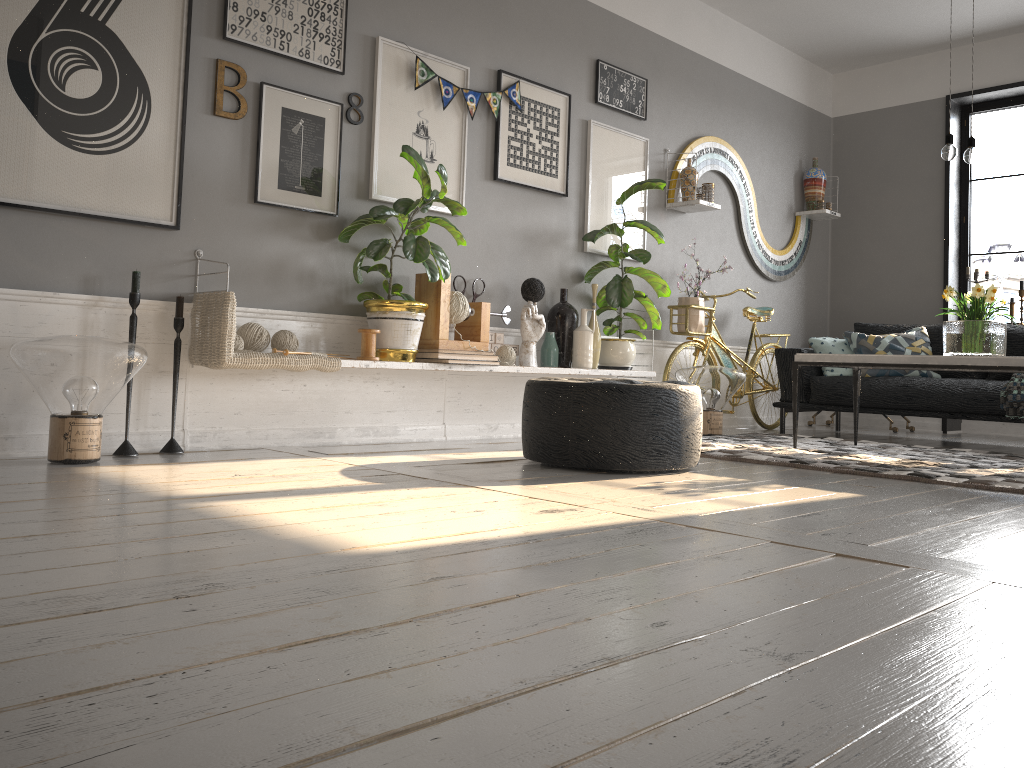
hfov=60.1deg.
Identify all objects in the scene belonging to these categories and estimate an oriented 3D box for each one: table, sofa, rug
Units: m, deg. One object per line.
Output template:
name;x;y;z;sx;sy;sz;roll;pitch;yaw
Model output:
table;2.192;0.131;4.247;0.730;0.512;1.456;2;0;-44
sofa;2.880;-0.003;5.494;0.968;0.800;2.341;3;0;-45
rug;1.913;0.361;4.287;1.766;0.034;2.528;1;1;-44
table;2.757;0.015;6.995;0.338;0.681;0.742;4;-2;-44

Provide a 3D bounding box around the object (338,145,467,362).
object;-0.492;-0.583;4.083;0.546;0.966;0.509;1;-2;31

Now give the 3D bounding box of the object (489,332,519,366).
object;-0.081;-0.184;4.716;0.264;0.174;0.078;2;-2;-39

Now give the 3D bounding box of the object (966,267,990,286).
object;3.535;-0.652;6.763;0.145;0.491;0.162;2;-2;-8

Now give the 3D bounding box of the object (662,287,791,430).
object;1.550;-0.158;6.118;0.426;0.972;1.622;0;-1;37

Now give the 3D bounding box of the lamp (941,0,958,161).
lamp;1.993;-1.853;3.719;0.074;1.540;1.392;1;-1;15

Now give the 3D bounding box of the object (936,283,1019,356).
object;2.229;-0.301;4.281;0.324;0.352;0.352;3;-1;-42

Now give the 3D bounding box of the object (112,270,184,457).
object;-1.373;-0.083;3.397;0.091;0.703;0.279;0;-3;38

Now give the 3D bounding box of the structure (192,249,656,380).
structure;-0.213;-0.286;4.477;2.770;0.487;0.308;1;-1;-44

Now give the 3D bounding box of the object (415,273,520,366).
object;-0.204;-0.314;4.445;0.544;0.441;0.238;3;-2;-44

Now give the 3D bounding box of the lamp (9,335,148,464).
lamp;-1.506;0.051;3.067;0.432;0.439;0.432;2;-1;-22

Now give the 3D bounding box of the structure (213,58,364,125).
structure;-0.975;-1.248;3.953;0.738;0.263;0.024;1;-2;-44

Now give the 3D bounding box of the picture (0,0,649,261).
picture;-0.337;-1.289;1.756;7.278;1.799;4.041;1;1;-44

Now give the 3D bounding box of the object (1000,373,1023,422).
object;3.093;0.041;4.856;0.667;0.330;0.489;2;0;41

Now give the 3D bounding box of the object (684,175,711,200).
object;1.212;-1.275;5.788;0.197;0.166;0.060;2;-2;-11

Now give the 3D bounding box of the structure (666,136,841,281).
structure;1.832;-1.278;6.500;2.018;0.958;0.267;2;-2;-44

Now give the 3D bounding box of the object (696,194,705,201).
object;1.269;-1.238;5.971;0.062;0.082;0.062;2;-2;21

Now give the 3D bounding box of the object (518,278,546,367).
object;0.102;-0.333;4.766;0.154;0.484;0.136;5;-4;-45

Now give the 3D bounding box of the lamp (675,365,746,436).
lamp;1.232;0.105;5.517;0.432;0.439;0.432;2;-1;-14

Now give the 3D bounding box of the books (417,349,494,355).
books;-0.301;-0.157;4.356;0.229;0.017;0.378;3;1;43

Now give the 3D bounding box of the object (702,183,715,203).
object;1.307;-1.263;5.900;0.086;0.140;0.085;1;-2;38

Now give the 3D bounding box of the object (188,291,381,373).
object;-0.922;-0.205;3.750;0.783;0.307;0.329;2;0;-43

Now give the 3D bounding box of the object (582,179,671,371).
object;0.675;-0.656;5.261;0.567;1.153;0.415;2;-2;-5

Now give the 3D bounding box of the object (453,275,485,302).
object;-0.230;-0.331;4.624;0.221;0.465;0.019;4;-3;-44

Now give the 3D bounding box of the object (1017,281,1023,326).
object;3.761;-0.583;6.528;0.123;0.376;0.123;4;-3;-40

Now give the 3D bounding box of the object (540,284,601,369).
object;0.338;-0.332;4.974;0.332;0.490;0.285;2;-2;6

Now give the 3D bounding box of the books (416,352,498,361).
books;-0.292;-0.134;4.350;0.383;0.029;0.260;1;1;-44

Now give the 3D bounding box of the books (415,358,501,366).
books;-0.288;-0.110;4.360;0.296;0.021;0.367;3;1;40

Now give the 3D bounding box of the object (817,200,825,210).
object;2.449;-1.413;7.015;0.060;0.079;0.060;1;-2;34

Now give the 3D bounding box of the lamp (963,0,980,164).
lamp;2.124;-1.849;3.763;0.074;1.540;1.392;1;-1;15

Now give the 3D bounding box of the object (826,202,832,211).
object;2.520;-1.411;7.038;0.050;0.058;0.050;1;-1;35

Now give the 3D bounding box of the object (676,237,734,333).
object;1.296;-0.641;5.845;0.487;0.643;0.253;3;-2;-26

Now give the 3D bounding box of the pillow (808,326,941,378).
pillow;2.414;-0.207;5.910;0.799;0.363;0.442;2;0;28

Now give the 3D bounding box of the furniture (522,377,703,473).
furniture;0.408;0.152;3.642;0.735;0.357;0.734;2;0;33

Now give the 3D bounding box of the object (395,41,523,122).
object;-0.247;-1.550;4.629;0.912;0.340;0.057;2;-2;-45
